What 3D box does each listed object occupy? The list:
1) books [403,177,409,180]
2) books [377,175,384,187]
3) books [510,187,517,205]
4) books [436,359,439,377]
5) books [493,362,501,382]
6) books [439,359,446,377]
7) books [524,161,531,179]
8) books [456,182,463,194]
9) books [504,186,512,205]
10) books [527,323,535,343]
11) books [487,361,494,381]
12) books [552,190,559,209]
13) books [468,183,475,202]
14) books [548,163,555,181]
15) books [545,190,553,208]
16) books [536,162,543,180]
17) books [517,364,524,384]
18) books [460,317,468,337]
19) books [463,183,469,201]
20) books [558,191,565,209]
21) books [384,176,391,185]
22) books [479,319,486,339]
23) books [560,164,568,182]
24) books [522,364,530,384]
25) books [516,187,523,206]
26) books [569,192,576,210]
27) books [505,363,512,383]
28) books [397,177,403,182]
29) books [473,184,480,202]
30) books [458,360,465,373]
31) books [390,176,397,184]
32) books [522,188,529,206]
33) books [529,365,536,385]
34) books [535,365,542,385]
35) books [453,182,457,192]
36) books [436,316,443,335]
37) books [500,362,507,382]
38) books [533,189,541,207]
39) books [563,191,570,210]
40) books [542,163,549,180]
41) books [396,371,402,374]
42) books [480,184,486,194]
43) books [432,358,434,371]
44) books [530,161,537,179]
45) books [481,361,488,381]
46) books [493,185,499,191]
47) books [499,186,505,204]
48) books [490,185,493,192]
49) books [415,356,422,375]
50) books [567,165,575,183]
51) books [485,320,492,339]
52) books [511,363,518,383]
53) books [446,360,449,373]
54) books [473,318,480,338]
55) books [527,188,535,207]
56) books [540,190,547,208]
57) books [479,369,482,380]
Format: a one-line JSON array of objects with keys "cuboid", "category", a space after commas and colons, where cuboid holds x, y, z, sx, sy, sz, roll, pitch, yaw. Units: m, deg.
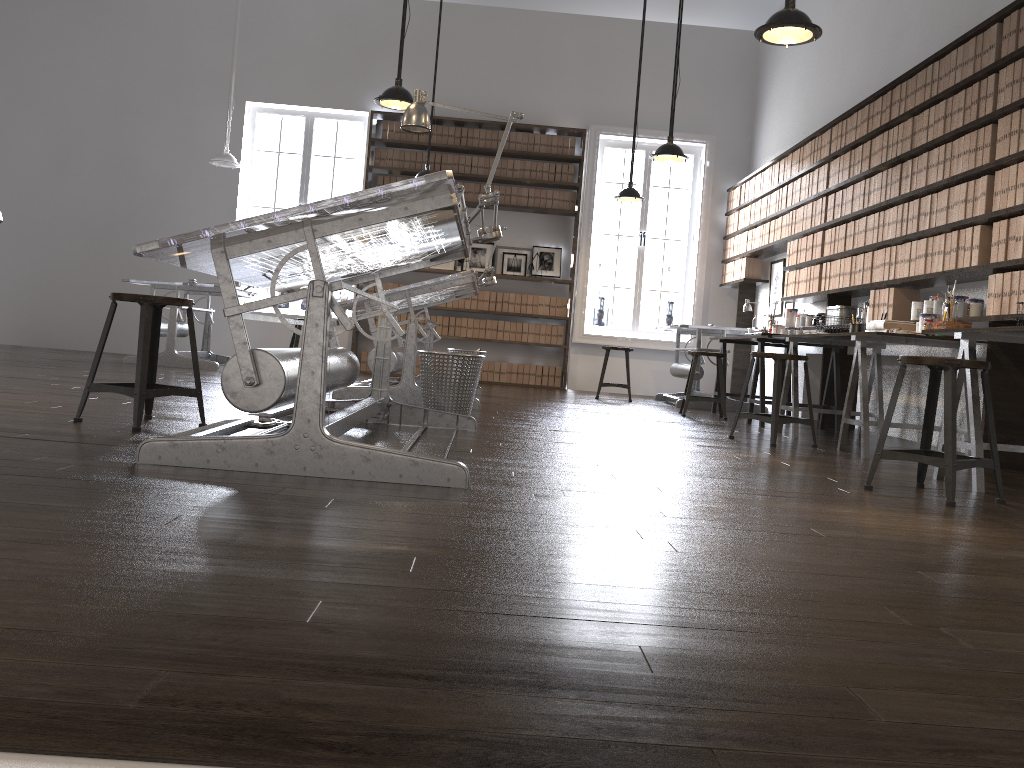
[{"cuboid": [-1.230, -2.265, 10.267, 0.067, 0.226, 0.174, 5, 0, -2], "category": "books"}, {"cuboid": [-1.520, -2.288, 10.260, 0.067, 0.225, 0.174, 5, 0, -2], "category": "books"}, {"cuboid": [0.018, -2.164, 10.292, 0.067, 0.226, 0.174, 5, 0, -2], "category": "books"}, {"cuboid": [-0.867, -0.196, 10.255, 0.067, 0.225, 0.174, 5, 0, -2], "category": "books"}, {"cuboid": [-0.175, -0.140, 10.270, 0.067, 0.226, 0.174, 5, 0, -2], "category": "books"}, {"cuboid": [-0.804, -0.190, 10.252, 0.067, 0.226, 0.174, 5, 0, -2], "category": "books"}, {"cuboid": [0.178, -2.465, 10.299, 0.067, 0.226, 0.174, 5, 0, -2], "category": "books"}, {"cuboid": [-0.610, -2.215, 10.276, 0.067, 0.226, 0.174, 5, 0, -2], "category": "books"}, {"cuboid": [-0.049, -2.170, 10.297, 0.067, 0.226, 0.174, 5, 0, -2], "category": "books"}, {"cuboid": [0.220, -0.592, 10.286, 0.067, 0.225, 0.174, 5, 0, -2], "category": "books"}, {"cuboid": [-0.245, -0.146, 10.272, 0.067, 0.226, 0.174, 5, 0, -2], "category": "books"}, {"cuboid": [0.501, -2.126, 10.304, 0.067, 0.226, 0.174, 5, 0, -2], "category": "books"}, {"cuboid": [-0.475, -2.204, 10.284, 0.067, 0.225, 0.174, 5, 0, -2], "category": "books"}, {"cuboid": [0.457, -2.443, 10.313, 0.067, 0.226, 0.174, 5, 0, -2], "category": "books"}, {"cuboid": [0.429, -2.132, 10.306, 0.067, 0.226, 0.174, 5, 0, -2], "category": "books"}, {"cuboid": [0.316, -2.454, 10.309, 0.067, 0.226, 0.174, 5, 0, -2], "category": "books"}, {"cuboid": [0.093, -0.119, 10.281, 0.067, 0.226, 0.174, 5, 0, -2], "category": "books"}, {"cuboid": [-0.554, -0.654, 10.263, 0.067, 0.226, 0.174, 5, 0, -2], "category": "books"}, {"cuboid": [-0.538, -2.209, 10.278, 0.067, 0.226, 0.174, 5, 0, -2], "category": "books"}, {"cuboid": [0.567, -2.121, 10.306, 0.067, 0.226, 0.174, 5, 0, -2], "category": "books"}, {"cuboid": [-1.446, -2.282, 10.256, 0.067, 0.226, 0.174, 5, 0, -2], "category": "books"}, {"cuboid": [-0.343, -0.638, 10.274, 0.067, 0.226, 0.174, 5, 0, -2], "category": "books"}, {"cuboid": [0.606, -2.431, 10.316, 0.067, 0.225, 0.174, 5, 0, -2], "category": "books"}, {"cuboid": [0.164, -0.113, 10.283, 0.067, 0.226, 0.174, 5, 0, -2], "category": "books"}, {"cuboid": [0.085, -2.159, 10.299, 0.067, 0.225, 0.174, 5, 0, -2], "category": "books"}, {"cuboid": [0.700, -2.110, 10.315, 0.067, 0.226, 0.174, 5, 0, -2], "category": "books"}, {"cuboid": [-0.040, -0.130, 10.277, 0.067, 0.225, 0.174, 5, 0, -2], "category": "books"}, {"cuboid": [-1.301, -2.270, 10.261, 0.067, 0.226, 0.174, 5, 0, -2], "category": "books"}, {"cuboid": [-0.409, -2.199, 10.288, 0.067, 0.225, 0.174, 5, 0, -2], "category": "books"}, {"cuboid": [-0.586, -0.173, 10.259, 0.067, 0.226, 0.174, 5, 0, -2], "category": "books"}, {"cuboid": [-1.372, -2.276, 10.264, 0.067, 0.226, 0.174, 5, 0, -2], "category": "books"}, {"cuboid": [0.148, -2.154, 10.299, 0.067, 0.225, 0.174, 5, 0, -2], "category": "books"}, {"cuboid": [0.235, -0.108, 10.281, 0.067, 0.226, 0.174, 5, 0, -2], "category": "books"}, {"cuboid": [0.305, -0.102, 10.287, 0.067, 0.226, 0.174, 5, 0, -2], "category": "books"}, {"cuboid": [-0.682, -2.221, 10.278, 0.067, 0.226, 0.174, 5, 0, -2], "category": "books"}, {"cuboid": [-0.839, -0.677, 10.258, 0.067, 0.226, 0.174, 5, 0, -2], "category": "books"}, {"cuboid": [-0.103, -0.134, 10.274, 0.067, 0.225, 0.174, 5, 0, -2], "category": "books"}, {"cuboid": [0.290, -2.143, 10.304, 0.067, 0.226, 0.174, 5, 0, -2], "category": "books"}, {"cuboid": [0.630, -2.116, 10.312, 0.067, 0.225, 0.174, 5, 0, -2], "category": "books"}, {"cuboid": [0.386, -2.448, 10.306, 0.067, 0.226, 0.174, 5, 0, -2], "category": "books"}, {"cuboid": [-1.293, -0.230, 10.246, 0.067, 0.226, 0.174, 5, 0, -2], "category": "books"}, {"cuboid": [-0.335, -2.193, 10.284, 0.067, 0.226, 0.174, 5, 0, -2], "category": "books"}, {"cuboid": [-0.933, -0.201, 10.256, 0.067, 0.225, 0.174, 5, 0, -2], "category": "books"}, {"cuboid": [0.245, -2.460, 10.307, 0.067, 0.226, 0.174, 5, 0, -2], "category": "books"}, {"cuboid": [-0.315, -0.152, 10.272, 0.067, 0.226, 0.174, 5, 0, -2], "category": "books"}, {"cuboid": [-0.190, -2.181, 10.289, 0.067, 0.226, 0.174, 5, 0, -2], "category": "books"}, {"cuboid": [-0.119, -2.176, 10.295, 0.067, 0.226, 0.174, 5, 0, -2], "category": "books"}, {"cuboid": [-0.261, -2.187, 10.292, 0.067, 0.226, 0.174, 5, 0, -2], "category": "books"}, {"cuboid": [-1.081, -0.213, 10.252, 0.067, 0.226, 0.174, 5, 0, -2], "category": "books"}, {"cuboid": [0.681, -2.425, 10.316, 0.067, 0.225, 0.174, 5, 0, -2], "category": "books"}, {"cuboid": [-0.268, -0.632, 10.275, 0.067, 0.225, 0.174, 5, 0, -2], "category": "books"}, {"cuboid": [0.026, -0.124, 10.274, 0.067, 0.226, 0.174, 5, 0, -2], "category": "books"}, {"cuboid": [-0.732, -0.185, 10.254, 0.067, 0.226, 0.174, 5, 0, -2], "category": "books"}, {"cuboid": [-0.412, -0.643, 10.274, 0.067, 0.226, 0.174, 5, 0, -2], "category": "books"}, {"cuboid": [0.220, -2.149, 10.299, 0.067, 0.226, 0.174, 5, 0, -2], "category": "books"}, {"cuboid": [0.359, -2.138, 10.308, 0.067, 0.226, 0.174, 5, 0, -2], "category": "books"}, {"cuboid": [-0.384, -0.157, 10.263, 0.067, 0.226, 0.174, 5, 0, -2], "category": "books"}]
